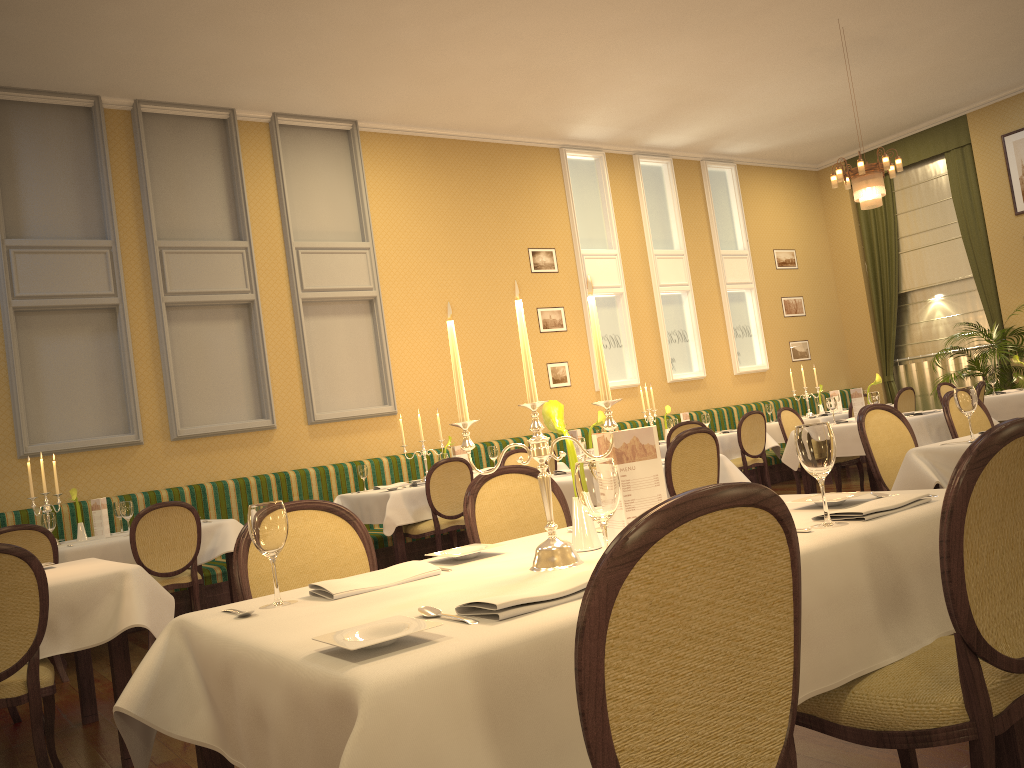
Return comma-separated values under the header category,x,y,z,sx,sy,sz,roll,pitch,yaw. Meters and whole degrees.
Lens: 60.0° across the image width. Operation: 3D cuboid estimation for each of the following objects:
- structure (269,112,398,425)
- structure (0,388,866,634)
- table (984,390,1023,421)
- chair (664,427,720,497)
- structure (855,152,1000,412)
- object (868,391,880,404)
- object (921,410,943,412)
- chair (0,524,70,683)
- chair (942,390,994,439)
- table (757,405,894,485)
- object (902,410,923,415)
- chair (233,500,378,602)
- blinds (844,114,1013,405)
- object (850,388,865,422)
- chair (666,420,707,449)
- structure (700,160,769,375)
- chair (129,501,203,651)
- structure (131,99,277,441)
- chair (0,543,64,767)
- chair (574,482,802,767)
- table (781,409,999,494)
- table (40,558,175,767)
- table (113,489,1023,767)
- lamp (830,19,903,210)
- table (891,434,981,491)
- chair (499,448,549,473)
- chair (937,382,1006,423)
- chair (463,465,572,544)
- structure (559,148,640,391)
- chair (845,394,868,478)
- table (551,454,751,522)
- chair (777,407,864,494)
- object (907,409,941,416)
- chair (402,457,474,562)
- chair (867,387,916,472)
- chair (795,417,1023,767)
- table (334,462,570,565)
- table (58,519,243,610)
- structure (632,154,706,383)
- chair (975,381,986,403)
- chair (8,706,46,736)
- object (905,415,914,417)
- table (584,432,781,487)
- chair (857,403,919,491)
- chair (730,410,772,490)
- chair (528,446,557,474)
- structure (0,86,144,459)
category,x,y,z,sx,sy,sz,roll,pitch,yaw
structure,-1.793,-1.176,8.873,0.956,3.103,0.200,-6,-4,-35
structure,-0.422,1.129,8.950,14.516,1.031,0.850,-6,-4,-35
table,5.334,0.424,8.854,1.395,0.759,1.389,-6,-4,-34
chair,0.922,0.747,5.086,0.530,0.955,0.571,-6,-4,-35
structure,5.956,-1.353,12.513,0.123,4.511,1.942,-6,-4,-35
object,2.878,0.177,7.020,0.088,0.229,0.088,-9,-3,7
object,3.394,0.219,7.164,0.038,0.015,0.181,-6,-4,-34
chair,-2.959,1.319,5.290,0.530,0.955,0.571,-6,-4,-35
chair,2.649,0.471,4.621,0.530,0.955,0.571,-6,-4,-35
table,3.972,0.734,10.827,2.152,0.759,1.385,-6,-4,-35
object,3.226,0.242,7.209,0.160,0.024,0.160,-6,-4,-35
chair,-0.433,0.790,2.436,0.530,0.955,0.571,-6,-4,-35
blinds,5.863,-1.356,12.447,0.225,4.537,1.934,-6,-4,-36
object,2.875,0.176,7.372,0.081,0.277,0.166,-9,-3,11
chair,1.659,0.841,8.556,0.530,0.955,0.571,-8,-3,-10
structure,3.058,-1.620,12.303,0.670,2.985,0.200,-6,-4,-35
chair,-2.278,1.249,5.771,0.530,0.955,0.571,-6,-4,-35
structure,-2.827,-1.069,8.140,0.956,3.103,0.200,-6,-4,-35
chair,-1.875,1.037,3.103,0.530,0.955,0.571,-6,-4,-35
chair,0.170,0.641,1.354,0.530,0.955,0.571,-6,-4,-35
table,3.141,0.651,7.299,1.395,0.759,1.389,-6,-4,-34
table,-2.128,1.196,3.563,1.395,0.759,1.389,-6,-4,-34
table,0.314,0.758,2.079,2.152,0.759,1.385,-6,-4,-35
lamp,3.263,-2.554,8.408,0.593,1.796,0.593,-6,-4,-38
table,2.769,0.504,3.819,2.152,0.759,1.385,-6,-4,-35
chair,0.263,0.903,6.128,0.530,0.955,0.571,-6,-4,-35
chair,4.928,0.420,9.436,0.530,0.955,0.571,-6,-4,-35
chair,0.195,0.725,2.881,0.530,0.955,0.571,-6,-4,-35
structure,1.054,-1.413,10.882,0.687,2.985,0.200,-6,-4,-35
chair,3.826,0.617,10.101,0.530,0.955,0.571,-6,-4,-35
table,0.669,0.907,5.546,1.395,0.759,1.389,-6,-4,-34
chair,2.740,0.646,7.888,0.530,0.955,0.571,-5,-5,-45
object,3.247,0.228,6.995,0.273,0.024,0.142,-6,-4,-35
chair,-0.566,1.072,6.987,0.530,0.955,0.571,-6,-4,-35
chair,4.530,0.542,10.559,0.530,0.955,0.571,-6,-4,-35
chair,0.854,0.570,1.839,0.530,0.955,0.571,-6,-4,-35
table,-0.421,1.189,7.712,2.152,0.759,1.385,-6,-4,-35
table,-2.813,1.437,6.016,2.152,0.759,1.385,-6,-4,-35
structure,2.026,-1.513,11.572,0.661,2.985,0.200,-6,-4,-35
chair,3.420,0.489,6.855,0.571,0.955,0.530,-10,-4,35
chair,-2.534,1.192,4.145,0.530,0.955,0.571,-6,-4,-35
object,3.056,0.257,6.939,0.017,0.010,0.185,-6,-4,-35
table,1.777,0.961,9.271,2.152,0.759,1.385,-6,-4,-35
chair,2.021,0.536,4.176,0.530,0.955,0.571,-6,-4,-35
chair,2.318,0.773,9.030,0.530,0.955,0.571,-6,-4,-35
chair,0.115,1.001,7.467,0.530,0.955,0.571,-6,-4,-35
structure,-3.789,-0.970,7.458,0.956,3.103,0.200,-6,-4,-35
